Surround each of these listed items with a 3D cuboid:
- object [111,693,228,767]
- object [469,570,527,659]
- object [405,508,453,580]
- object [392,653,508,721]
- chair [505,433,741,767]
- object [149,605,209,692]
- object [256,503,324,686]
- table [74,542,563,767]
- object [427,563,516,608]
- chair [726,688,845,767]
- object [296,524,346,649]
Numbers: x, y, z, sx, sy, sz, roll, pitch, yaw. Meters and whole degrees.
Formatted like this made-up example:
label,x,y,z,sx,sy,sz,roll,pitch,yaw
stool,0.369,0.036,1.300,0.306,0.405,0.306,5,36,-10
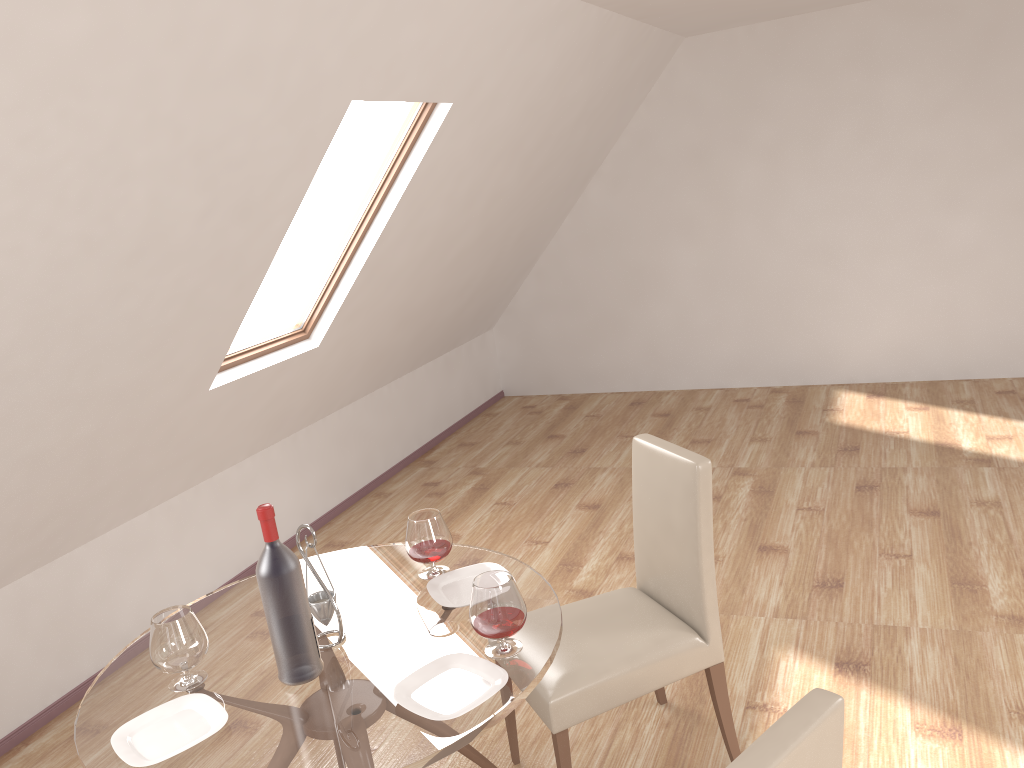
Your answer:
label,x,y,z,sx,sy,sz,roll,pitch,yaw
object,-0.750,0.765,1.951,0.228,0.020,0.228,-19,17,-38
object,-0.033,0.541,2.084,0.136,0.183,0.136,-8,13,4
object,-0.239,0.460,2.552,0.136,0.183,0.136,-8,13,4
object,-0.135,0.671,1.955,0.228,0.020,0.228,-21,18,-41
chair,0.287,0.728,2.682,0.618,0.999,0.477,-13,14,-20
object,-0.807,0.641,2.153,0.136,0.183,0.136,-19,17,-37
object,-0.534,0.487,2.072,0.109,0.435,0.109,-4,14,20
table,-0.413,1.029,2.353,1.198,0.770,1.198,5,19,44
object,-0.112,0.556,2.425,0.228,0.020,0.228,-13,14,-19
chair,0.256,0.988,1.616,0.477,0.999,0.618,-20,17,-39
object,-0.490,0.502,2.227,0.086,0.322,0.096,-11,14,-12
